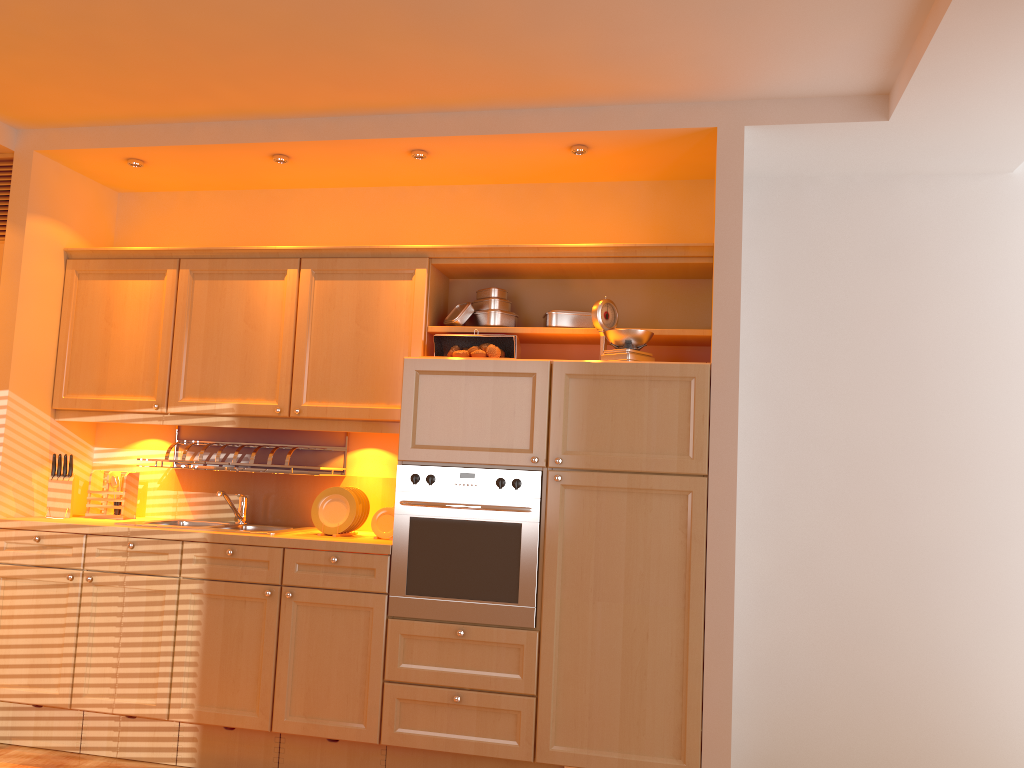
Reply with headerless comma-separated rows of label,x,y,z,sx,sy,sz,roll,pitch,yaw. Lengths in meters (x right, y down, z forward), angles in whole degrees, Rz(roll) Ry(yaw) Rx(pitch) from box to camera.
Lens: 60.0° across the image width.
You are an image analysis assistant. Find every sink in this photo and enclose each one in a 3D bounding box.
sink,-1.290,0.641,3.929,0.746,0.336,0.465,1,-6,12

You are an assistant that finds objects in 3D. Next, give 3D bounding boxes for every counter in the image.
counter,-1.290,0.655,3.930,1.800,0.038,0.600,1,-6,12

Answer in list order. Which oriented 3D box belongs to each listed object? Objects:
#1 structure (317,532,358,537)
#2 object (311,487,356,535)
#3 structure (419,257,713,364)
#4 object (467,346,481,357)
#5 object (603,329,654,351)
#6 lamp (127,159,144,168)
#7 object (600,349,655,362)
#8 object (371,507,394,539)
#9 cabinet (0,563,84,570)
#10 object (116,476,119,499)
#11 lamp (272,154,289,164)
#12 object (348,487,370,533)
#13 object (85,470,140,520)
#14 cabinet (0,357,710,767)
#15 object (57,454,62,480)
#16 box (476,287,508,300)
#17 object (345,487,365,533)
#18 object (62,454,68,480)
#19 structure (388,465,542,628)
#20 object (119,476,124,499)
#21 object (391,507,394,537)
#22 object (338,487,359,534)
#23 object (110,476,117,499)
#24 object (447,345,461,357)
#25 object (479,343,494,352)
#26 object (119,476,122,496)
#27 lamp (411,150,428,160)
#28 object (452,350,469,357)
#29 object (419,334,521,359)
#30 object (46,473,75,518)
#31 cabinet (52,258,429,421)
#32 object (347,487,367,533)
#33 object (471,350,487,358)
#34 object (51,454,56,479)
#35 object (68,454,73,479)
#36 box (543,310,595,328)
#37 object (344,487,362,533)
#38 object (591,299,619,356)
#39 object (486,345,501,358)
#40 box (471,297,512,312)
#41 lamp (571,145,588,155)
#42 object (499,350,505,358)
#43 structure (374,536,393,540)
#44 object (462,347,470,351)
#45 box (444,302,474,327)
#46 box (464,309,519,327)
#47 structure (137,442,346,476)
structure,-0.746,0.644,3.808,0.084,0.010,0.219,1,-6,15
object,-0.757,0.538,3.770,0.205,0.200,0.049,1,-6,14
structure,-1.107,-0.483,3.403,4.091,1.148,1.061,4,-6,-14
object,-0.155,-0.127,3.657,0.065,0.056,0.056,3,-6,-4
object,0.458,-0.163,3.495,0.199,0.075,0.199,5,-6,-19
lamp,-1.728,-1.012,4.072,0.070,0.021,0.070,6,-6,-27
object,0.455,-0.100,3.489,0.179,0.053,0.156,8,-8,-43
object,-0.527,0.581,3.714,0.133,0.129,0.037,1,-6,12
cabinet,-2.551,1.024,2.999,1.141,0.840,2.850,1,-6,12
object,-1.848,0.531,4.155,0.017,0.196,0.020,-2,-7,38
lamp,-1.024,-0.994,3.926,0.070,0.021,0.070,7,-7,-38
object,-0.721,0.553,3.904,0.205,0.200,0.049,1,-6,14
object,-1.889,0.523,4.195,0.200,0.221,0.103,1,-6,12
cabinet,-0.710,0.757,3.784,3.000,1.700,0.625,1,-6,12
object,-2.081,0.452,4.061,0.019,0.265,0.038,3,-6,-5
box,-0.091,-0.394,3.966,0.098,0.052,0.140,8,-8,-41
object,-0.736,0.547,3.850,0.205,0.200,0.049,1,-6,14
object,-2.058,0.454,4.067,0.019,0.265,0.038,3,-6,-5
structure,-0.187,0.612,3.384,0.576,0.583,0.066,1,-6,12
object,-1.837,0.531,4.158,0.022,0.196,0.018,1,-6,16
object,-0.520,0.584,3.741,0.133,0.129,0.037,1,-6,12
object,-0.750,0.541,3.796,0.205,0.200,0.049,1,-6,14
object,-1.864,0.526,4.150,0.042,0.192,0.040,6,-6,-27
object,-0.242,-0.129,3.706,0.055,0.064,0.069,1,-6,17
object,-0.101,-0.149,3.666,0.061,0.047,0.063,6,-7,-30
object,-1.850,0.533,4.177,0.018,0.196,0.023,1,-6,17
lamp,-0.396,-0.978,3.790,0.070,0.021,0.070,6,-6,-27
object,-0.207,-0.121,3.622,0.066,0.034,0.069,-1,-7,30
object,-0.152,-0.144,3.686,0.400,0.123,0.280,1,-6,13
object,-2.072,0.512,4.073,0.100,0.200,0.070,4,-6,-14
cabinet,-1.222,-0.199,4.147,1.792,0.712,0.332,1,-6,12
object,-0.729,0.550,3.877,0.205,0.200,0.049,1,-6,14
object,-0.134,-0.121,3.601,0.065,0.036,0.062,0,-6,25
object,-2.102,0.451,4.055,0.019,0.265,0.037,5,-6,-24
object,-2.035,0.456,4.072,0.019,0.265,0.037,3,-6,-5
box,0.258,-0.262,3.872,0.242,0.090,0.169,3,-6,-7
object,-0.743,0.544,3.823,0.205,0.200,0.049,1,-6,14
object,0.376,-0.209,3.588,0.134,0.271,0.039,8,-8,-43
object,-0.076,-0.128,3.606,0.066,0.064,0.045,6,-6,-26
box,-0.093,-0.339,3.961,0.124,0.066,0.177,8,-8,-41
lamp,0.276,-0.961,3.648,0.070,0.021,0.070,6,-6,-27
object,-0.061,-0.121,3.693,0.066,0.058,0.065,2,-6,4
structure,-0.511,0.653,3.789,0.084,0.010,0.219,1,-6,13
object,-0.185,-0.123,3.736,0.069,0.061,0.037,3,-6,-4
box,-0.232,-0.301,3.907,0.117,0.129,0.098,8,-8,-41
box,-0.096,-0.271,3.954,0.169,0.090,0.242,8,-8,-41
structure,-1.244,0.342,4.109,0.900,0.126,0.300,1,-6,12
